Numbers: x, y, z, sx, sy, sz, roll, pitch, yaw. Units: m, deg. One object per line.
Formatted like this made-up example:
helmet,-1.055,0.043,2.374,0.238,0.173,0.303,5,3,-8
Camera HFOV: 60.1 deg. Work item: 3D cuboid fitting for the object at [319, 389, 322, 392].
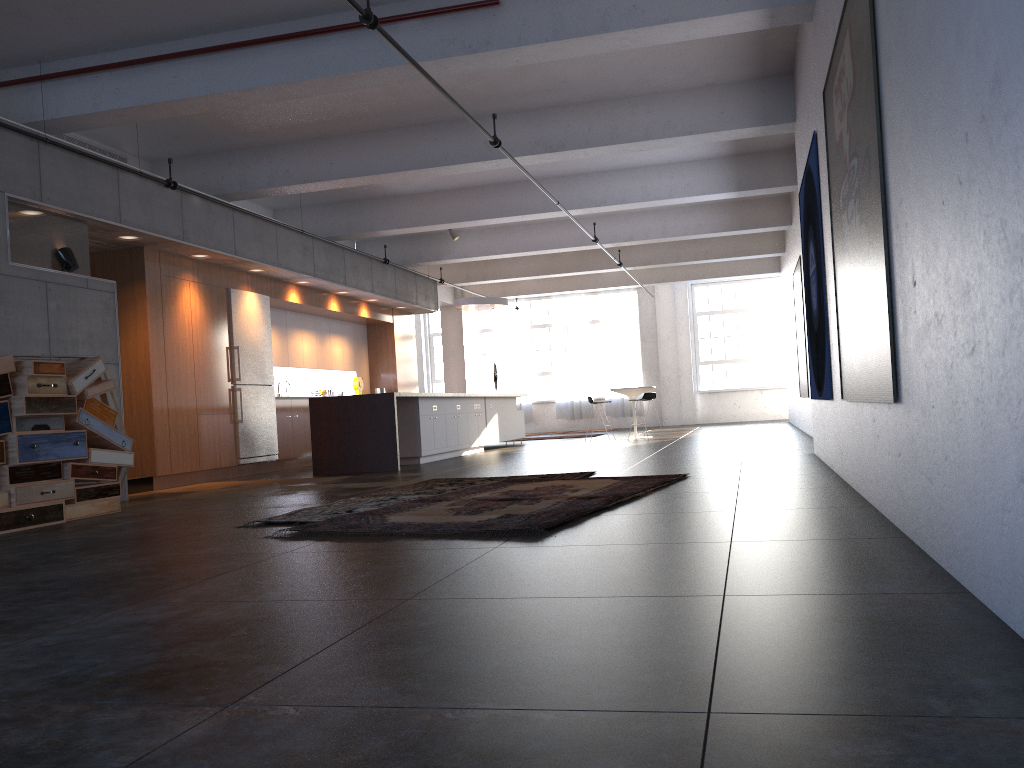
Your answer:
object,-4.009,-1.046,9.730,0.058,2.164,9.964,-3,-2,9

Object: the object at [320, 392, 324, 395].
object,-2.998,-0.977,13.389,0.054,2.227,2.396,-3,-1,-9

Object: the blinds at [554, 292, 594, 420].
blinds,1.638,-0.868,24.198,1.028,3.697,0.341,-4,0,10

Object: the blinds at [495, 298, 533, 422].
blinds,0.002,-0.747,24.579,1.023,3.674,0.364,-4,0,12

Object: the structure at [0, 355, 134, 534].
structure,-3.730,0.428,6.820,0.632,1.315,1.932,-4,-1,15

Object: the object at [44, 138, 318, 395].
object,-3.204,0.175,14.616,0.052,0.053,0.061,-3,-1,-33

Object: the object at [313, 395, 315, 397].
object,-6.170,0.738,8.822,0.054,1.095,12.957,-4,-2,27

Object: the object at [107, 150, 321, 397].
object,-4.077,-1.234,11.767,0.057,2.867,6.018,-4,-1,16

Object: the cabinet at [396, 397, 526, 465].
cabinet,-0.917,0.706,14.773,0.913,0.930,5.703,-4,-2,15

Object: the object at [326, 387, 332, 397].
object,-3.159,0.153,15.312,0.059,0.209,0.146,-4,-1,15

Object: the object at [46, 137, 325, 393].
object,-3.586,-1.010,11.189,0.053,2.168,6.900,-3,-2,7

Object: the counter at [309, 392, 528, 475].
counter,-1.090,0.669,14.179,1.131,0.971,6.721,-4,-2,15

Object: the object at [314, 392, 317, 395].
object,-3.225,0.163,14.556,0.053,0.054,0.061,-4,-1,5

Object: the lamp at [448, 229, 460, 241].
lamp,-1.017,-2.620,15.330,0.222,0.287,0.132,-3,-1,-3

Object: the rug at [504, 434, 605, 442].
rug,0.554,1.199,19.576,2.858,0.029,1.872,-4,-2,14

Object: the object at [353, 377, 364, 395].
object,-2.745,0.065,15.870,0.098,0.381,0.277,-4,-1,15

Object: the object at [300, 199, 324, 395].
object,-3.128,0.153,14.611,0.065,0.053,0.050,-2,-1,-38

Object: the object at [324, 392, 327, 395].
object,-6.004,-0.913,9.404,0.061,2.209,12.017,-4,-2,28

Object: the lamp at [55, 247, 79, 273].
lamp,-4.102,-1.128,8.140,0.212,0.258,0.171,-3,-1,-5

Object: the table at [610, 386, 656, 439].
table,2.303,0.547,16.655,0.820,0.951,0.837,-4,-1,14

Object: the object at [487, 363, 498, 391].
object,-0.503,0.417,22.624,1.169,1.919,1.066,-4,-1,14

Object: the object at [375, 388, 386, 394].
object,-2.444,0.166,16.459,0.194,0.170,0.187,-3,-1,-27

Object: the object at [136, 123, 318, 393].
object,-3.209,0.112,14.549,0.051,0.059,0.058,-3,-1,-41

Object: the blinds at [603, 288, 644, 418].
blinds,2.960,-0.962,23.903,1.021,3.750,0.345,-4,0,11

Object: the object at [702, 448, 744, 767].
object,-2.763,1.314,11.432,19.559,0.001,27.468,-4,-2,14

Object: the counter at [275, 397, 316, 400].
counter,-3.503,0.279,14.676,1.592,0.039,4.504,-4,-2,15

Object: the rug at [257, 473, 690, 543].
rug,0.031,0.814,6.243,1.848,0.048,3.576,-4,-2,24

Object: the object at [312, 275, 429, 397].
object,-6.298,0.685,8.801,0.934,1.214,13.395,-4,-2,25

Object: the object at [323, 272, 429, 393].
object,-3.097,0.114,14.627,0.056,0.060,0.054,-4,-1,37

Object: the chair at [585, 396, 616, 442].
chair,1.622,0.672,16.477,0.508,0.895,0.461,-3,-1,-9

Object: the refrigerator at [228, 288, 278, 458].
refrigerator,-3.504,-0.126,11.852,0.218,2.190,0.963,-4,-1,12

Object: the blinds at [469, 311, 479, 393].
blinds,-1.439,-0.651,24.937,1.017,3.712,0.317,-4,0,12

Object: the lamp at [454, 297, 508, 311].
lamp,-0.697,-1.518,16.904,1.026,0.130,1.060,-2,-2,-30

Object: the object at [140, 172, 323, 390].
object,-3.133,0.113,14.664,0.062,0.051,0.053,-4,-1,6

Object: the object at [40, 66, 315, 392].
object,-3.234,0.129,14.610,0.052,0.053,0.062,-3,-1,-28

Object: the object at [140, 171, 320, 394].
object,-3.457,-0.998,11.790,0.056,2.189,5.653,-3,-2,4

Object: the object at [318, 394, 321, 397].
object,-3.162,0.187,14.538,0.052,0.053,0.062,-3,-1,-4

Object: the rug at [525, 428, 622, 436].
rug,1.226,1.281,23.251,3.102,0.009,1.832,-4,-2,13

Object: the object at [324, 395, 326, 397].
object,-3.101,0.206,14.602,0.061,0.053,0.053,-3,-1,1

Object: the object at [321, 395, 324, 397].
object,-2.378,-0.933,15.767,0.056,2.309,2.973,-4,-1,33

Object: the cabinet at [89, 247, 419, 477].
cabinet,-4.090,-0.123,14.036,2.357,2.561,8.185,-4,-2,15
